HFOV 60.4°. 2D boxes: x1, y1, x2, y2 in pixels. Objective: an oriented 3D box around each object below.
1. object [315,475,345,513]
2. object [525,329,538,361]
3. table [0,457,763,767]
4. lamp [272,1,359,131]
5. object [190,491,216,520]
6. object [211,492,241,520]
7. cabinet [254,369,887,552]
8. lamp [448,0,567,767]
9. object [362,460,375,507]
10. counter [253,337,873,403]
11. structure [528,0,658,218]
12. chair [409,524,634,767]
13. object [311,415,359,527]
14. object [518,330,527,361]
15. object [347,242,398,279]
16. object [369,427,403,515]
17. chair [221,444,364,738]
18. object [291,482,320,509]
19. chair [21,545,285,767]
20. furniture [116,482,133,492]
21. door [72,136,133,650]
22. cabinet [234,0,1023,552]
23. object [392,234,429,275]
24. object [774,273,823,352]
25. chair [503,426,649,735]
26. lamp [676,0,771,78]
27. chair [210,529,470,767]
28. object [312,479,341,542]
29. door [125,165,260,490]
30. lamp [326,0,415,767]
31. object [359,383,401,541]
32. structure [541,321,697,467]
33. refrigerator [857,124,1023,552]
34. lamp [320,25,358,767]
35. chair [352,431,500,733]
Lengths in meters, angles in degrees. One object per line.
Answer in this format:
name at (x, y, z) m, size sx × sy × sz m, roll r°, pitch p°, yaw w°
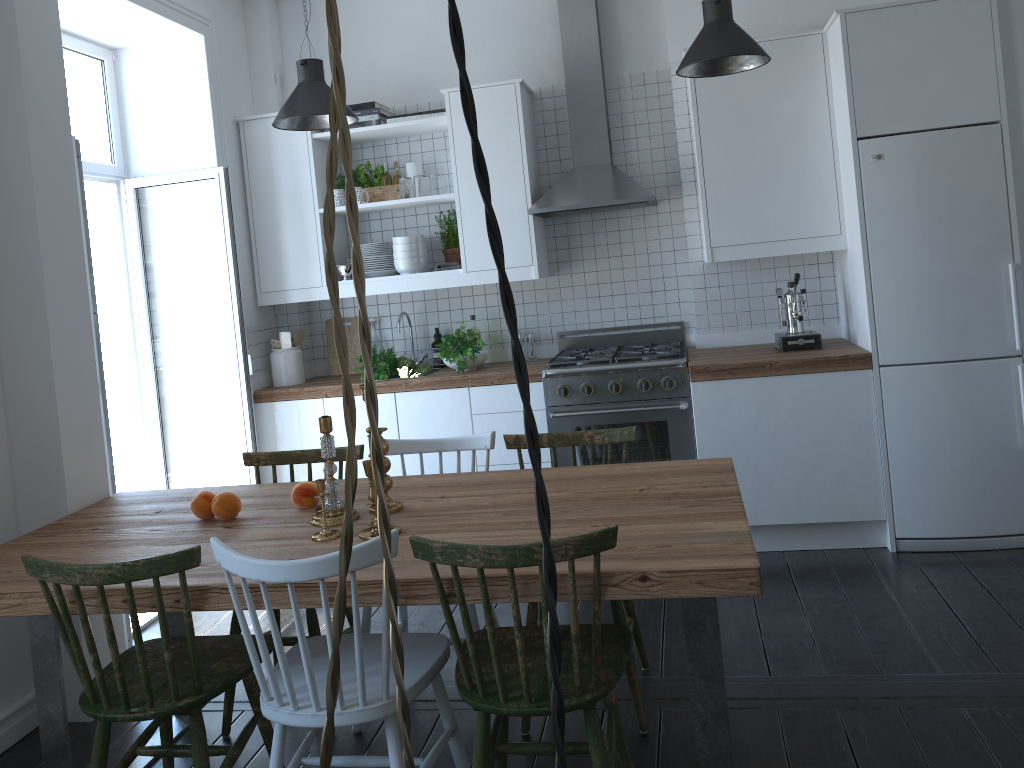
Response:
object at (-0.562, 0.333, 2.724) m, size 0.102 × 0.114 × 0.103 m, roll -6°, pitch 4°, yaw -3°
object at (0.107, -0.218, 4.896) m, size 0.059 × 0.172 × 0.059 m, roll -5°, pitch 1°, yaw 25°
table at (-0.434, 0.749, 2.570) m, size 2.222 × 0.714 × 1.027 m, roll -4°, pitch 5°, yaw 11°
lamp at (-1.976, -0.810, 4.248) m, size 2.695 × 2.505 × 0.494 m, roll -5°, pitch 1°, yaw 11°
object at (-0.962, 0.381, 2.763) m, size 0.088 × 0.090 × 0.084 m, roll -6°, pitch 4°, yaw 1°
object at (-0.885, 0.379, 2.731) m, size 0.083 × 0.088 × 0.092 m, roll -3°, pitch 5°, yaw 37°
cabinet at (0.195, 0.372, 4.599) m, size 3.173 × 0.813 × 0.735 m, roll -3°, pitch 4°, yaw 19°
lamp at (-0.019, -0.319, 0.278) m, size 0.075 × 1.494 × 0.086 m, roll -6°, pitch 1°, yaw -28°
object at (-0.436, 0.307, 2.726) m, size 0.049 × 0.139 × 0.049 m, roll -5°, pitch 1°, yaw 11°
counter at (0.134, -0.049, 4.539) m, size 3.092 × 0.073 × 0.855 m, roll -4°, pitch 7°, yaw 11°
structure at (0.373, -1.561, 4.609) m, size 0.632 × 1.301 × 0.531 m, roll -5°, pitch 2°, yaw 11°
chair at (0.069, 0.704, 2.112) m, size 0.466 × 0.825 × 0.488 m, roll -5°, pitch 2°, yaw 10°
object at (-0.536, 0.249, 2.594) m, size 0.141 × 0.310 × 0.139 m, roll -7°, pitch 2°, yaw -36°
object at (0.050, -0.216, 4.928) m, size 0.059 × 0.172 × 0.059 m, roll -5°, pitch 1°, yaw 25°
object at (-0.777, -0.695, 4.962) m, size 0.299 × 0.194 × 0.309 m, roll -5°, pitch 6°, yaw 12°
object at (-0.390, 0.258, 2.646) m, size 0.100 × 0.247 × 0.101 m, roll -5°, pitch 2°, yaw 35°
chair at (-0.746, 0.669, 3.006) m, size 0.466 × 0.825 × 0.488 m, roll -5°, pitch 2°, yaw 10°
object at (-0.651, 0.351, 2.783) m, size 0.089 × 0.084 × 0.085 m, roll -4°, pitch 4°, yaw 24°
chair at (-0.885, 0.778, 2.275) m, size 0.466 × 0.825 × 0.488 m, roll -5°, pitch 2°, yaw 10°
furniture at (-2.553, 0.809, 5.054) m, size 0.918 × 0.374 × 0.404 m, roll -4°, pitch 4°, yaw 11°
door at (-1.849, 0.079, 3.437) m, size 0.584 × 2.021 × 0.105 m, roll -5°, pitch 1°, yaw 17°
cabinet at (0.424, -0.420, 4.503) m, size 3.779 × 2.367 × 0.784 m, roll -4°, pitch 2°, yaw 15°
object at (-0.560, -0.715, 4.865) m, size 0.149 × 0.215 × 0.312 m, roll -5°, pitch 5°, yaw 9°
object at (1.359, -0.350, 4.205) m, size 0.205 × 0.369 × 0.356 m, roll -5°, pitch 4°, yaw 11°
chair at (0.209, 0.595, 2.843) m, size 0.466 × 0.825 × 0.488 m, roll -5°, pitch 2°, yaw 10°
lamp at (0.824, -1.774, 3.630) m, size 0.384 × 0.937 × 0.388 m, roll -5°, pitch 2°, yaw 20°
chair at (-0.409, 0.737, 2.166) m, size 0.465 × 0.840 × 0.513 m, roll -5°, pitch 3°, yaw 11°
object at (-0.517, 0.343, 2.418) m, size 0.080 × 0.160 × 0.080 m, roll -7°, pitch 2°, yaw -32°
door at (-1.639, -0.087, 4.548) m, size 0.585 × 2.021 × 0.105 m, roll -6°, pitch 1°, yaw 5°
lamp at (-0.089, -0.397, 0.300) m, size 0.075 × 1.494 × 0.074 m, roll -6°, pitch 1°, yaw -32°
object at (-0.379, 0.208, 2.396) m, size 0.114 × 0.410 × 0.113 m, roll -6°, pitch 1°, yaw -27°
structure at (0.579, 0.240, 4.528) m, size 0.699 × 1.017 × 0.727 m, roll -5°, pitch 3°, yaw 11°
refrigerator at (1.926, -0.226, 4.063) m, size 0.575 × 1.797 × 0.685 m, roll -5°, pitch 2°, yaw 11°
lamp at (-0.113, -0.238, 0.285) m, size 0.074 × 1.494 × 0.089 m, roll -5°, pitch 1°, yaw 35°
chair at (-0.269, 0.620, 2.952) m, size 0.465 × 0.840 × 0.513 m, roll -5°, pitch 3°, yaw 11°
